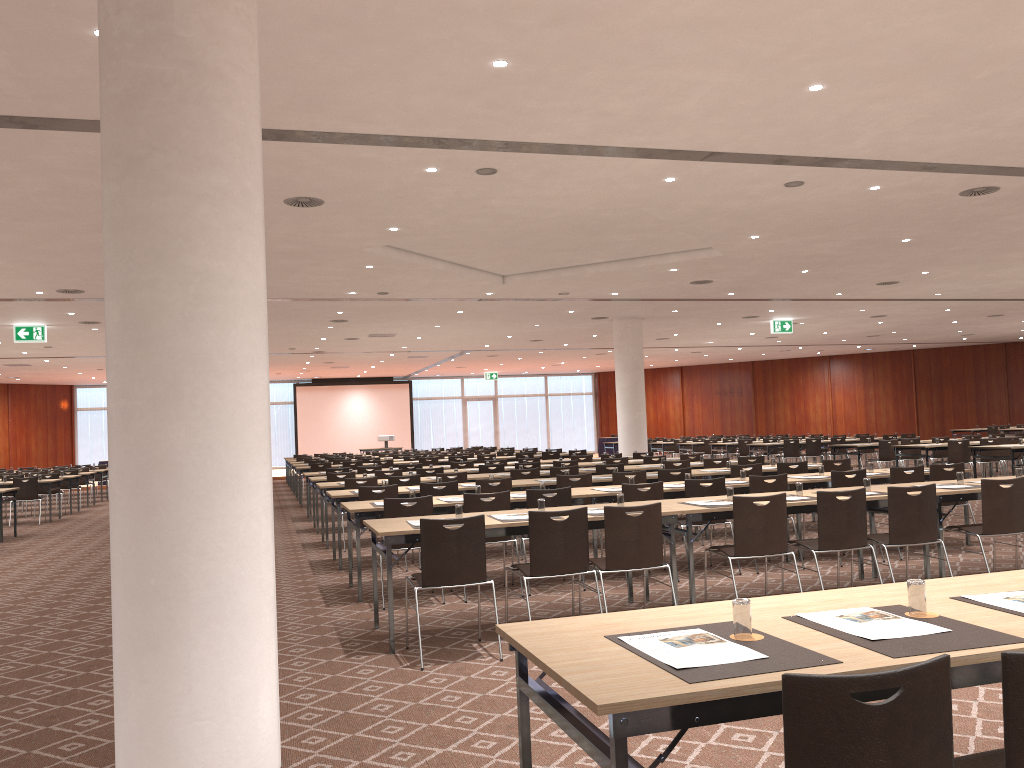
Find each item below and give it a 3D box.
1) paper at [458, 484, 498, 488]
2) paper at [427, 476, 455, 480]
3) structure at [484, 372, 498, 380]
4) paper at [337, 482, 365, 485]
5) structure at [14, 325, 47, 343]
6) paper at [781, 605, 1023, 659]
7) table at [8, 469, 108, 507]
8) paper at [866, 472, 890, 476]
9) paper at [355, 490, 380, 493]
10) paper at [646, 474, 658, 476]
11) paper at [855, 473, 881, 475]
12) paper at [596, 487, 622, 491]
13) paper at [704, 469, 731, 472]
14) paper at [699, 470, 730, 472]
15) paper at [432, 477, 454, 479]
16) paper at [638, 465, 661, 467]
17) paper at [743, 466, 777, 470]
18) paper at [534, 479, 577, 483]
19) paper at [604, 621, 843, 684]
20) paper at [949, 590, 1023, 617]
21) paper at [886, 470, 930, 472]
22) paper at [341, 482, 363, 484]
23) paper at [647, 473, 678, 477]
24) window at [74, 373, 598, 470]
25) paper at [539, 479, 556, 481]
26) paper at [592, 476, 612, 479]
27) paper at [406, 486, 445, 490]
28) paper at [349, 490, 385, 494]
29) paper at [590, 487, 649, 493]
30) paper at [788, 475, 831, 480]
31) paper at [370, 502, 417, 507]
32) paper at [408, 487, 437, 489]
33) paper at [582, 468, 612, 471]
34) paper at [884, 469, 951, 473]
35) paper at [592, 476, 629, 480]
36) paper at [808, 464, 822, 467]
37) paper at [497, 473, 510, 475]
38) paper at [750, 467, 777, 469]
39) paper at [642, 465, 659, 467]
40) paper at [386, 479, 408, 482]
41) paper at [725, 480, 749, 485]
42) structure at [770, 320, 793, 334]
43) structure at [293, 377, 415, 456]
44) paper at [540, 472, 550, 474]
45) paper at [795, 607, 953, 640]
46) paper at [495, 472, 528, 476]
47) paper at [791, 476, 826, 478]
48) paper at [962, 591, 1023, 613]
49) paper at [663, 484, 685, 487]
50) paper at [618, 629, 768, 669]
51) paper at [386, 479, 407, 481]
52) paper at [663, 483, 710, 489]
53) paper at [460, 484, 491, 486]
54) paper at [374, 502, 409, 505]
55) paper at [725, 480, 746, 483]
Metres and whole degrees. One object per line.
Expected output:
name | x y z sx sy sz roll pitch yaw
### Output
paper | -0.392 1.214 10.649 0.460 0.003 0.566 -2 -3 -15
paper | -0.941 1.332 12.566 0.460 0.003 0.566 -2 -3 -16
structure | -0.924 -0.341 39.292 0.587 0.346 0.105 -2 -2 -16
paper | -2.162 1.365 12.213 0.460 0.003 0.566 -2 -3 -16
structure | -9.831 -1.024 18.103 0.587 0.346 0.105 -2 -2 -16
paper | 1.191 0.755 2.741 0.460 0.003 0.566 -2 -3 -14
table | -11.987 2.755 23.561 2.267 0.832 0.953 -2 -3 -16
paper | 3.932 0.992 9.789 0.460 0.003 0.566 -2 -3 -16
paper | -1.681 1.248 10.340 0.283 0.006 0.398 -2 -3 -14
paper | 1.731 1.154 11.302 0.283 0.006 0.398 -2 -3 -17
paper | 3.848 0.994 9.835 0.283 0.006 0.398 -2 -3 -15
paper | 1.023 1.072 9.051 0.283 0.006 0.398 -2 -3 -15
paper | 2.744 1.128 11.543 0.460 0.003 0.566 -2 -3 -16
paper | 2.662 1.130 11.589 0.283 0.006 0.398 -2 -3 -15
paper | -0.992 1.332 12.599 0.283 0.006 0.398 -2 -3 -15
paper | 2.208 1.247 13.474 0.460 0.003 0.566 -2 -3 -16
paper | 3.372 1.111 11.722 0.460 0.003 0.566 -2 -3 -15
paper | 0.563 1.188 10.918 0.460 0.003 0.566 -2 -3 -14
paper | 0.591 0.773 2.592 0.460 0.003 0.566 -2 -3 -17
paper | 1.842 0.738 2.932 0.460 0.003 0.566 -2 -3 -13
paper | 4.476 0.977 10.022 0.283 0.006 0.398 -2 -3 -16
paper | -2.218 1.367 12.271 0.283 0.006 0.398 -2 -3 -15
paper | 1.823 1.154 11.291 0.460 0.003 0.566 -2 -3 -13
window | -6.972 1.694 39.596 22.959 3.870 0.217 -2 -2 -16
paper | 0.499 1.190 10.982 0.283 0.006 0.398 -2 -3 -17
paper | 1.106 1.172 11.140 0.283 0.006 0.398 -2 -3 -16
paper | -1.009 1.232 10.499 0.460 0.003 0.566 -2 -3 -13
paper | -1.626 1.247 10.272 0.460 0.003 0.566 -2 -3 -17
paper | 1.106 1.069 8.988 0.460 0.003 0.566 -2 -3 -16
paper | 3.268 1.011 9.619 0.460 0.003 0.566 -2 -3 -14
paper | -1.093 1.130 8.383 0.460 0.003 0.566 -2 -3 -14
paper | -1.059 1.232 10.523 0.283 0.006 0.398 -2 -3 -17
paper | 1.248 1.272 13.192 0.460 0.003 0.566 -1 -3 -17
paper | 4.553 0.976 9.992 0.460 0.003 0.566 -2 -3 -13
paper | 1.167 1.172 11.111 0.460 0.003 0.566 -2 -3 -14
paper | 4.011 1.094 11.915 0.460 0.003 0.566 -2 -3 -13
paper | -0.067 1.309 12.900 0.283 0.006 0.398 -2 -3 -14
paper | 3.308 1.112 11.758 0.283 0.006 0.398 -1 -3 -19
paper | 2.126 1.247 13.503 0.283 0.006 0.398 -1 -3 -17
paper | -1.548 1.349 12.397 0.460 0.003 0.566 -2 -3 -16
paper | 2.345 1.036 9.358 0.460 0.003 0.566 -2 -3 -16
structure | 6.967 -1.482 22.914 0.587 0.346 0.105 -2 -2 -16
structure | -6.926 1.477 38.993 5.158 3.524 0.395 -2 -2 -16
paper | 0.649 1.287 12.995 0.460 0.003 0.566 -2 -3 -15
paper | 1.137 0.758 2.822 0.283 0.006 0.398 -2 -3 -15
paper | 0.026 1.306 12.843 0.460 0.003 0.566 -2 -3 -15
paper | 3.218 1.011 9.657 0.283 0.006 0.398 -2 -3 -16
paper | 1.776 0.740 2.992 0.283 0.006 0.398 -2 -3 -12
paper | 1.685 1.054 9.233 0.283 0.006 0.398 -2 -3 -15
paper | 0.520 0.773 2.607 0.283 0.006 0.398 -2 -3 -17
paper | -1.610 1.350 12.440 0.283 0.006 0.398 -2 -3 -17
paper | 1.733 1.052 9.173 0.460 0.003 0.566 -1 -3 -17
paper | -0.438 1.214 10.697 0.283 0.006 0.398 -1 -3 -18
paper | -1.153 1.132 8.436 0.283 0.006 0.398 -2 -3 -15
paper | 2.286 1.037 9.409 0.283 0.006 0.398 -2 -3 -16
